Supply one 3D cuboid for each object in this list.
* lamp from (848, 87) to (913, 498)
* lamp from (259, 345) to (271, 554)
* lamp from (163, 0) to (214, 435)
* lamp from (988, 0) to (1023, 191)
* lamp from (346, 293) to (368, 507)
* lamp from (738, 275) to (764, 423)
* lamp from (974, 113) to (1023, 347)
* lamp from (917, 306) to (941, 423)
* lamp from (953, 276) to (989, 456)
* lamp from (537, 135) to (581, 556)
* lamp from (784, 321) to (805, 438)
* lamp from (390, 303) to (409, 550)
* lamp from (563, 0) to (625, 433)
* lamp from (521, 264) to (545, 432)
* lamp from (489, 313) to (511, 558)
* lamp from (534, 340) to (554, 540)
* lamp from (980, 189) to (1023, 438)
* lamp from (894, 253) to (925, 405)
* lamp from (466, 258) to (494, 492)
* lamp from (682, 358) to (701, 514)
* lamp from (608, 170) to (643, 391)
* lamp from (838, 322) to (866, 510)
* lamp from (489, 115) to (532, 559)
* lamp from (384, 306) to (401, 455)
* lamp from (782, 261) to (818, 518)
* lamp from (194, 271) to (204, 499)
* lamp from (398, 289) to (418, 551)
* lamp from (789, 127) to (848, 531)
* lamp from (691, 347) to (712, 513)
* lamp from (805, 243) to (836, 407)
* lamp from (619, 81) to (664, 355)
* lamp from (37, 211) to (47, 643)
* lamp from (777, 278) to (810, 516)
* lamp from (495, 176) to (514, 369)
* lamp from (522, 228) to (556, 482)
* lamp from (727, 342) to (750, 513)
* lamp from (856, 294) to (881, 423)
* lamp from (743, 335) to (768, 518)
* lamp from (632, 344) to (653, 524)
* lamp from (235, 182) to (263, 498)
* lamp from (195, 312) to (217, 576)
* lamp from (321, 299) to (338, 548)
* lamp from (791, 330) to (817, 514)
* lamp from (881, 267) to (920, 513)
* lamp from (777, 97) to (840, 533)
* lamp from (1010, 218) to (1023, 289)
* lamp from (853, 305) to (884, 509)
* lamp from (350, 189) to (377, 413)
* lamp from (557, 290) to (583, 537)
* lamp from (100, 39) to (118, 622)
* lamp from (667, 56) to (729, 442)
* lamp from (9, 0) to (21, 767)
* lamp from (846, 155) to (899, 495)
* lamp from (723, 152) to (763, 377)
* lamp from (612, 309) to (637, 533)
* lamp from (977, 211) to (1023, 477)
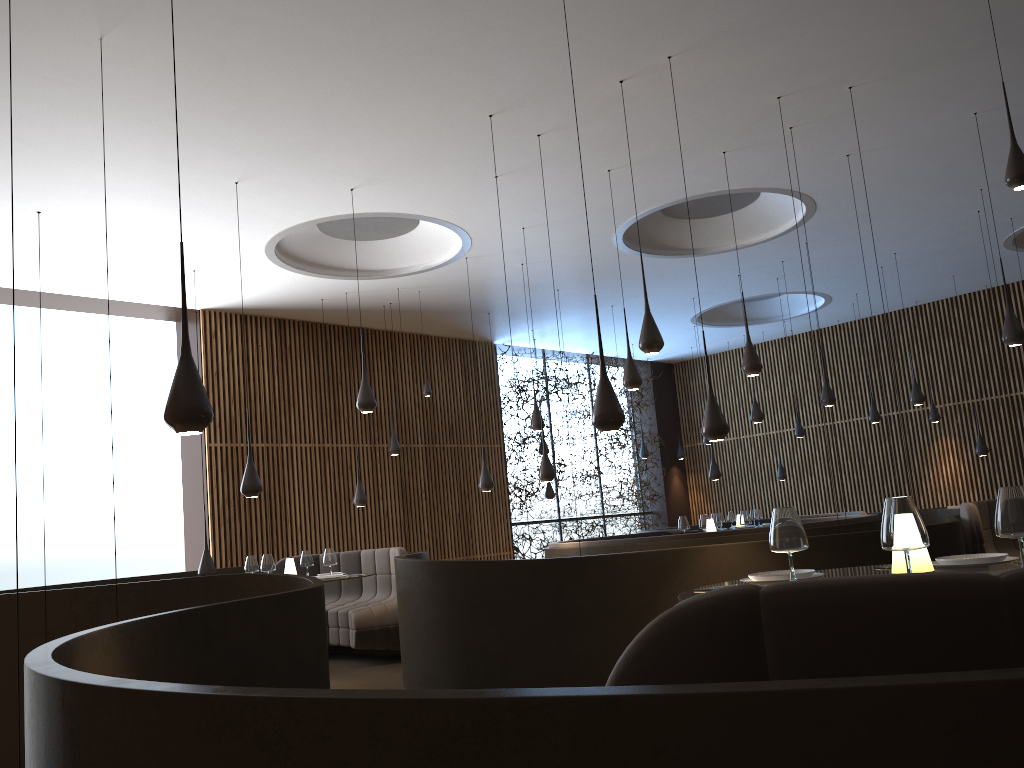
[{"bbox_3d":[3.165,0.558,7.124,0.196,6.253,0.196,-10,-9,30],"label":"lamp"},{"bbox_3d":[-3.149,2.561,11.632,0.196,6.253,0.196,-8,-8,20],"label":"lamp"},{"bbox_3d":[-1.450,-1.253,3.822,0.196,2.950,0.196,-1,-9,-30],"label":"lamp"},{"bbox_3d":[2.399,-1.685,4.392,0.132,1.493,0.132,1,-10,-39],"label":"lamp"},{"bbox_3d":[-2.165,0.191,12.094,0.196,2.950,0.196,-10,-9,30],"label":"lamp"},{"bbox_3d":[3.487,-0.528,13.092,0.196,2.216,0.196,-4,-8,-10],"label":"lamp"},{"bbox_3d":[4.442,-1.442,8.151,0.196,2.216,0.196,-5,-8,0],"label":"lamp"},{"bbox_3d":[7.481,-0.409,16.018,0.196,2.216,0.196,-10,-9,30],"label":"lamp"},{"bbox_3d":[7.351,-0.313,14.290,0.196,2.950,0.196,-10,-9,30],"label":"lamp"},{"bbox_3d":[0.522,0.861,7.493,0.196,6.253,0.196,1,-10,-40],"label":"lamp"},{"bbox_3d":[5.279,-0.096,16.689,0.196,2.216,0.196,-10,-9,30],"label":"lamp"},{"bbox_3d":[-1.502,1.898,12.604,0.196,6.253,0.196,1,-10,-37],"label":"lamp"},{"bbox_3d":[0.427,-1.180,5.291,0.196,2.950,0.196,-4,-8,-10],"label":"lamp"},{"bbox_3d":[0.236,-0.487,11.552,0.196,2.216,0.196,-12,-10,40],"label":"lamp"},{"bbox_3d":[-0.086,1.959,13.750,0.196,6.253,0.196,-8,-8,20],"label":"lamp"},{"bbox_3d":[0.699,2.263,16.003,0.196,6.253,0.196,-2,-8,-20],"label":"lamp"},{"bbox_3d":[5.803,0.796,9.998,0.196,6.253,0.196,-4,-8,-10],"label":"lamp"},{"bbox_3d":[5.642,-0.797,12.678,0.196,2.216,0.196,-4,-8,-10],"label":"lamp"},{"bbox_3d":[-0.443,-0.143,11.034,0.196,2.950,0.196,-5,-8,0],"label":"lamp"},{"bbox_3d":[4.083,2.514,19.367,0.196,6.253,0.196,-2,-8,-20],"label":"lamp"},{"bbox_3d":[1.069,-1.038,8.704,0.196,2.216,0.196,1,-10,-40],"label":"lamp"},{"bbox_3d":[6.625,1.854,16.802,0.196,6.253,0.196,-2,-8,-20],"label":"lamp"},{"bbox_3d":[0.102,0.824,7.041,0.196,6.253,0.196,-4,-8,-10],"label":"lamp"},{"bbox_3d":[-1.798,-0.064,12.997,0.196,2.216,0.196,-2,-8,-20],"label":"lamp"},{"bbox_3d":[4.163,1.326,12.282,0.196,6.253,0.196,-4,-8,-10],"label":"lamp"},{"bbox_3d":[-3.578,1.710,10.336,0.196,6.253,0.196,-8,-8,20],"label":"lamp"},{"bbox_3d":[-1.301,1.761,11.893,0.196,6.253,0.196,-3,-8,-17],"label":"lamp"},{"bbox_3d":[2.877,0.700,7.817,0.196,6.253,0.196,-2,-8,-20],"label":"lamp"},{"bbox_3d":[4.049,2.316,18.158,0.196,6.253,0.196,-2,-8,-20],"label":"lamp"},{"bbox_3d":[4.056,-0.803,11.771,0.196,2.216,0.196,-4,-8,-10],"label":"lamp"},{"bbox_3d":[0.974,-1.324,6.935,0.196,2.216,0.196,-4,-8,-10],"label":"lamp"},{"bbox_3d":[-3.343,1.767,6.360,0.196,6.253,0.196,-1,-9,-30],"label":"lamp"},{"bbox_3d":[4.369,1.463,13.216,0.196,6.253,0.196,-4,-8,-10],"label":"lamp"},{"bbox_3d":[0.126,1.037,8.330,0.196,6.253,0.196,1,-10,-39],"label":"lamp"},{"bbox_3d":[0.265,-0.360,10.121,0.196,2.950,0.196,-7,-8,10],"label":"lamp"},{"bbox_3d":[4.765,2.218,17.961,0.196,6.253,0.196,-10,-9,30],"label":"lamp"},{"bbox_3d":[5.983,-0.444,14.986,0.196,2.216,0.196,-10,-9,30],"label":"lamp"},{"bbox_3d":[4.944,2.104,17.378,0.196,6.253,0.196,-1,-9,-30],"label":"lamp"},{"bbox_3d":[2.692,2.294,17.280,0.196,6.253,0.196,-2,-8,-20],"label":"lamp"},{"bbox_3d":[-2.462,-0.440,8.145,0.196,2.950,0.196,-4,-8,-10],"label":"lamp"},{"bbox_3d":[-3.401,0.650,9.720,0.196,2.950,0.196,-5,-8,0],"label":"lamp"},{"bbox_3d":[-2.396,1.893,12.081,0.196,6.253,0.196,1,-10,-37],"label":"lamp"},{"bbox_3d":[5.875,2.008,17.310,0.196,6.253,0.196,-1,-9,-30],"label":"lamp"},{"bbox_3d":[5.925,1.301,13.095,0.196,6.253,0.196,-1,-9,-30],"label":"lamp"},{"bbox_3d":[2.576,0.622,7.187,0.196,6.253,0.196,-10,-9,30],"label":"lamp"},{"bbox_3d":[6.660,-1.088,11.492,0.196,2.216,0.196,-4,-8,-10],"label":"lamp"},{"bbox_3d":[6.389,1.648,15.435,0.196,6.253,0.196,-1,-9,-30],"label":"lamp"},{"bbox_3d":[-1.481,-0.823,8.593,0.196,2.216,0.196,-4,-8,-10],"label":"lamp"},{"bbox_3d":[0.964,1.692,12.719,0.196,6.253,0.196,-5,-8,0],"label":"lamp"},{"bbox_3d":[-2.474,0.504,5.496,0.196,6.253,0.196,-1,-9,-30],"label":"lamp"},{"bbox_3d":[1.339,-1.047,6.585,0.196,2.950,0.196,1,-10,-39],"label":"lamp"},{"bbox_3d":[-2.165,0.203,3.864,0.196,6.253,0.196,-1,-9,-30],"label":"lamp"},{"bbox_3d":[3.705,0.755,8.600,0.196,6.253,0.196,-4,-8,-10],"label":"lamp"},{"bbox_3d":[2.177,-1.173,8.521,0.196,2.216,0.196,-12,-10,40],"label":"lamp"},{"bbox_3d":[1.910,1.817,13.988,0.196,6.253,0.196,-5,-8,0],"label":"lamp"},{"bbox_3d":[6.197,0.894,10.806,0.196,6.253,0.196,-4,-8,-10],"label":"lamp"}]
